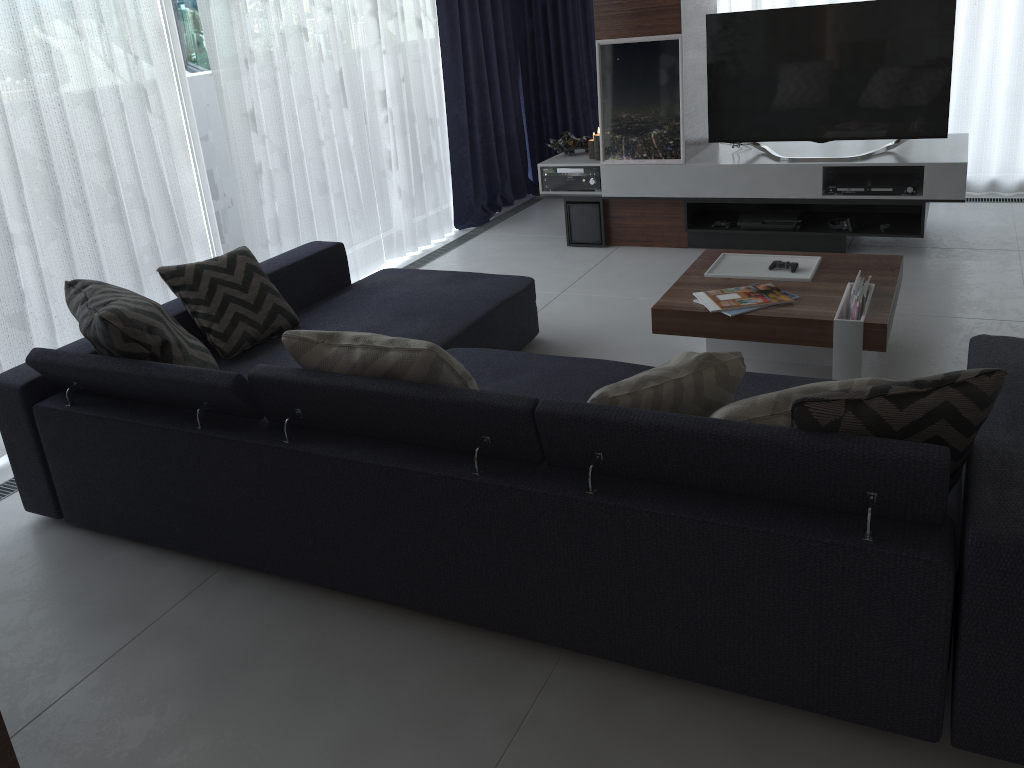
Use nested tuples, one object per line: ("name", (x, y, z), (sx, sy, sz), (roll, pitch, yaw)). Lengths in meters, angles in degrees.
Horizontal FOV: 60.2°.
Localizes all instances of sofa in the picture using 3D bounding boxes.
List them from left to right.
("sofa", (0.089, -0.069, 2.937), (2.881, 0.591, 1.949), (6, 26, 26))

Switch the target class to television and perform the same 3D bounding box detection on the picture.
("television", (1.658, -1.611, 4.708), (1.234, 0.764, 0.305), (6, 23, 26))

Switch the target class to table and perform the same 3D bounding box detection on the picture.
("table", (1.056, -0.247, 3.444), (0.803, 0.343, 0.827), (6, 25, 26))

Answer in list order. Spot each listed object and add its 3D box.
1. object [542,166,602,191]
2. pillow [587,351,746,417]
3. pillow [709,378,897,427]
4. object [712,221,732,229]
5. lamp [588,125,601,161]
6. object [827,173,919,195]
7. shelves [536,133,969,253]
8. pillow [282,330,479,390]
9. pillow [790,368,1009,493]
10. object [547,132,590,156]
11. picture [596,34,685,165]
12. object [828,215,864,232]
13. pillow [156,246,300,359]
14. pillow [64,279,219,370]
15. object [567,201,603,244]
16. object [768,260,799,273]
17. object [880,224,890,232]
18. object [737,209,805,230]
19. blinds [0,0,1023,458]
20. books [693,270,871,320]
("object", (0.429, -1.308, 5.498), (0.370, 0.146, 0.378), (6, 25, 26))
("pillow", (0.333, 0.077, 2.125), (0.420, 0.341, 0.287), (-13, 22, -18))
("pillow", (0.599, 0.102, 2.024), (0.417, 0.286, 0.339), (-9, 22, -9))
("object", (1.203, -0.914, 5.042), (0.113, 0.035, 0.072), (13, 29, 38))
("lamp", (0.513, -1.469, 5.352), (0.077, 0.205, 0.157), (-10, 21, -12))
("object", (1.929, -1.065, 4.707), (0.431, 0.051, 0.344), (6, 26, 26))
("shelves", (1.396, -1.152, 5.290), (2.356, 0.485, 0.896), (6, 25, 26))
("pillow", (-0.307, 0.005, 2.365), (0.496, 0.377, 0.351), (6, 24, 26))
("pillow", (0.753, 0.132, 1.831), (0.415, 0.375, 0.228), (-6, 20, -2))
("object", (0.371, -1.525, 5.591), (0.312, 0.146, 0.140), (-11, 22, -14))
("picture", (0.723, -1.589, 4.974), (0.501, 0.681, 0.054), (5, 22, 27))
("object", (1.794, -0.879, 4.776), (0.118, 0.077, 0.187), (-19, 26, -29))
("pillow", (-1.038, -0.320, 3.309), (0.287, 0.335, 0.425), (7, 25, 30))
("pillow", (-1.137, -0.074, 2.783), (0.359, 0.504, 0.608), (-18, 24, -29))
("object", (0.492, -1.018, 5.453), (0.214, 0.244, 0.261), (5, 24, 26))
("object", (1.080, -0.471, 3.502), (0.113, 0.035, 0.072), (13, 29, 38))
("object", (1.959, -0.819, 4.637), (0.044, 0.042, 0.045), (5, 24, 26))
("object", (1.467, -0.937, 4.995), (0.315, 0.065, 0.322), (6, 26, 26))
("blinds", (0.931, -1.203, 2.717), (5.823, 2.696, 7.315), (8, 26, 29))
("books", (4.757, -0.416, 2.779), (8.229, 0.362, 0.417), (-3, 22, 6))
